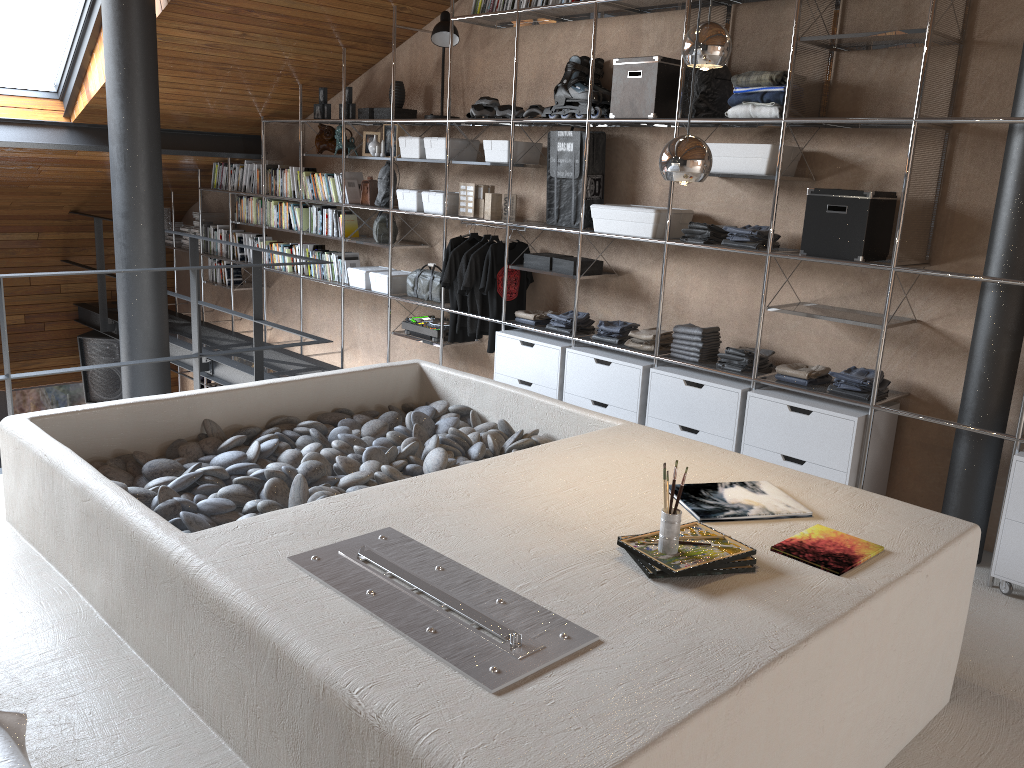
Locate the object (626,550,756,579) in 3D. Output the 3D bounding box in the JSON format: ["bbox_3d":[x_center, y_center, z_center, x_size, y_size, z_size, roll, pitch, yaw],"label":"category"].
[{"bbox_3d":[0.433,0.427,2.215,0.276,0.013,0.207,0,14,-13],"label":"object"}]

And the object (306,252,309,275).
[{"bbox_3d":[-1.533,-0.939,6.896,0.131,0.180,0.042,-10,19,-44],"label":"object"}]

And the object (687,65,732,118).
[{"bbox_3d":[0.967,-1.429,4.272,0.212,0.319,0.157,-1,14,-18],"label":"object"}]

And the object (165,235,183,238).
[{"bbox_3d":[-3.218,-1.428,8.576,0.203,0.013,0.161,-10,19,-43],"label":"object"}]

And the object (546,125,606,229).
[{"bbox_3d":[0.358,-1.167,4.993,0.188,0.559,0.337,-8,18,-39],"label":"object"}]

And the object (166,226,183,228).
[{"bbox_3d":[-3.385,-1.557,8.743,0.233,0.021,0.174,-10,19,-43],"label":"object"}]

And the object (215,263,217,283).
[{"bbox_3d":[-2.620,-1.001,7.990,0.111,0.174,0.011,-10,19,-43],"label":"object"}]

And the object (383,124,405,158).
[{"bbox_3d":[-0.799,-1.642,5.996,0.062,0.219,0.157,-10,19,-43],"label":"object"}]

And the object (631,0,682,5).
[{"bbox_3d":[0.748,-2.000,4.367,0.262,0.198,0.417,-10,19,-43],"label":"object"}]

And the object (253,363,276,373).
[{"bbox_3d":[-2.161,-0.095,7.860,0.215,0.458,0.328,-8,18,-39],"label":"object"}]

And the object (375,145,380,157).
[{"bbox_3d":[-0.914,-1.584,6.028,0.037,0.077,0.037,11,16,30],"label":"object"}]

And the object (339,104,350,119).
[{"bbox_3d":[-1.210,-1.965,6.412,0.086,0.117,0.029,13,17,34],"label":"object"}]

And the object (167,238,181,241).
[{"bbox_3d":[-3.209,-1.399,8.581,0.201,0.013,0.161,-10,19,-43],"label":"object"}]

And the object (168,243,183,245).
[{"bbox_3d":[-3.206,-1.366,8.607,0.226,0.012,0.159,-10,19,-43],"label":"object"}]

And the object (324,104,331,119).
[{"bbox_3d":[-1.347,-1.987,6.484,0.029,0.117,0.086,-3,15,-24],"label":"object"}]

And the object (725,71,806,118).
[{"bbox_3d":[1.177,-1.326,4.073,0.250,0.229,0.306,-9,18,-41],"label":"object"}]

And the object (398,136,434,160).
[{"bbox_3d":[-0.565,-1.545,5.816,0.295,0.136,0.228,-10,19,-43],"label":"object"}]

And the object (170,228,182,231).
[{"bbox_3d":[-3.383,-1.529,8.730,0.252,0.028,0.180,-10,19,-43],"label":"object"}]

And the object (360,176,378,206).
[{"bbox_3d":[-1.017,-1.374,6.304,0.082,0.201,0.227,5,14,6],"label":"object"}]

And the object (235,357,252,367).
[{"bbox_3d":[-2.503,-0.175,8.145,0.328,0.442,0.207,13,17,37],"label":"object"}]

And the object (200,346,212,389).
[{"bbox_3d":[-3.052,0.016,8.722,0.244,0.879,0.244,-1,14,-16],"label":"object"}]

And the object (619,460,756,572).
[{"bbox_3d":[0.438,0.298,2.172,0.301,0.234,0.246,-3,15,-24],"label":"object"}]

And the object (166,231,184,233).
[{"bbox_3d":[-3.381,-1.507,8.737,0.246,0.016,0.182,-10,19,-43],"label":"object"}]

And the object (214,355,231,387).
[{"bbox_3d":[-2.851,0.089,8.558,0.305,0.839,0.238,-9,18,-41],"label":"object"}]

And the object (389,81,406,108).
[{"bbox_3d":[-0.774,-1.947,5.978,0.115,0.177,0.115,-2,14,-20],"label":"object"}]

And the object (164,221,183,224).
[{"bbox_3d":[-3.397,-1.592,8.737,0.246,0.016,0.182,-10,19,-43],"label":"object"}]

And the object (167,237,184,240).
[{"bbox_3d":[-3.185,-1.411,8.579,0.228,0.016,0.182,-10,19,-43],"label":"object"}]

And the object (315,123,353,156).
[{"bbox_3d":[-1.316,-1.804,6.550,0.278,0.222,0.139,3,14,1],"label":"object"}]

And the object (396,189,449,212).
[{"bbox_3d":[-0.590,-1.220,5.896,0.295,0.136,0.228,-10,19,-43],"label":"object"}]

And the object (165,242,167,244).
[{"bbox_3d":[-3.395,-1.411,8.774,0.234,0.025,0.176,-10,19,-43],"label":"object"}]

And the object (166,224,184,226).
[{"bbox_3d":[-3.390,-1.574,8.733,0.246,0.016,0.182,-10,19,-43],"label":"object"}]

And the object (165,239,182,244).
[{"bbox_3d":[-3.200,-1.383,8.594,0.262,0.025,0.176,-10,19,-43],"label":"object"}]

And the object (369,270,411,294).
[{"bbox_3d":[-0.824,-0.716,6.235,0.295,0.136,0.228,-10,19,-43],"label":"object"}]

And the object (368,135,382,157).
[{"bbox_3d":[-0.947,-1.647,6.133,0.091,0.146,0.091,0,14,-11],"label":"object"}]

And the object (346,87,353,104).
[{"bbox_3d":[-1.171,-2.066,6.349,0.029,0.114,0.084,-6,16,-32],"label":"object"}]

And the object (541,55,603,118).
[{"bbox_3d":[0.365,-1.615,4.843,0.174,0.342,0.416,-8,18,-39],"label":"object"}]

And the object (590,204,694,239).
[{"bbox_3d":[0.676,-0.856,4.652,0.343,0.147,0.445,-10,19,-43],"label":"object"}]

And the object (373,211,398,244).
[{"bbox_3d":[-0.895,-1.123,6.261,0.166,0.240,0.390,0,14,-12],"label":"object"}]

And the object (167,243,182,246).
[{"bbox_3d":[-3.215,-1.351,8.597,0.201,0.012,0.161,-10,19,-43],"label":"object"}]

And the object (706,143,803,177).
[{"bbox_3d":[1.102,-1.059,4.187,0.289,0.135,0.437,-10,19,-43],"label":"object"}]

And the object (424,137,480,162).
[{"bbox_3d":[-0.383,-1.491,5.637,0.295,0.136,0.228,-10,19,-43],"label":"object"}]

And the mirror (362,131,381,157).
[{"bbox_3d":[-0.980,-1.689,6.250,0.130,0.168,0.069,7,14,15],"label":"mirror"}]

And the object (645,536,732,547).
[{"bbox_3d":[0.449,0.397,2.218,0.232,0.010,0.064,1,14,-8],"label":"object"}]

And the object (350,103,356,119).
[{"bbox_3d":[-1.140,-1.945,6.345,0.029,0.117,0.086,-2,14,-20],"label":"object"}]

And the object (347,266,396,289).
[{"bbox_3d":[-1.011,-0.771,6.419,0.295,0.136,0.228,-10,19,-43],"label":"object"}]

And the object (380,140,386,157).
[{"bbox_3d":[-0.872,-1.593,5.996,0.037,0.114,0.037,11,16,30],"label":"object"}]

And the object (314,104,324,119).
[{"bbox_3d":[-1.422,-2.006,6.545,0.086,0.117,0.029,11,16,30],"label":"object"}]

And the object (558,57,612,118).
[{"bbox_3d":[0.454,-1.643,4.951,0.174,0.342,0.416,-8,17,-38],"label":"object"}]

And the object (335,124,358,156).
[{"bbox_3d":[-1.194,-1.757,6.395,0.102,0.220,0.197,11,16,28],"label":"object"}]

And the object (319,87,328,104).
[{"bbox_3d":[-1.381,-2.108,6.485,0.029,0.114,0.084,-7,17,-37],"label":"object"}]

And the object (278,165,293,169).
[{"bbox_3d":[-1.797,-1.622,7.074,0.146,0.240,0.023,-10,19,-43],"label":"object"}]

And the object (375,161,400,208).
[{"bbox_3d":[-0.866,-1.369,6.122,0.157,0.339,0.229,-1,14,-18],"label":"object"}]

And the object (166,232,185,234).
[{"bbox_3d":[-3.382,-1.492,8.740,0.246,0.016,0.182,-10,19,-43],"label":"object"}]

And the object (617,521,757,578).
[{"bbox_3d":[0.432,0.405,2.197,0.276,0.013,0.207,-6,16,-33],"label":"object"}]
